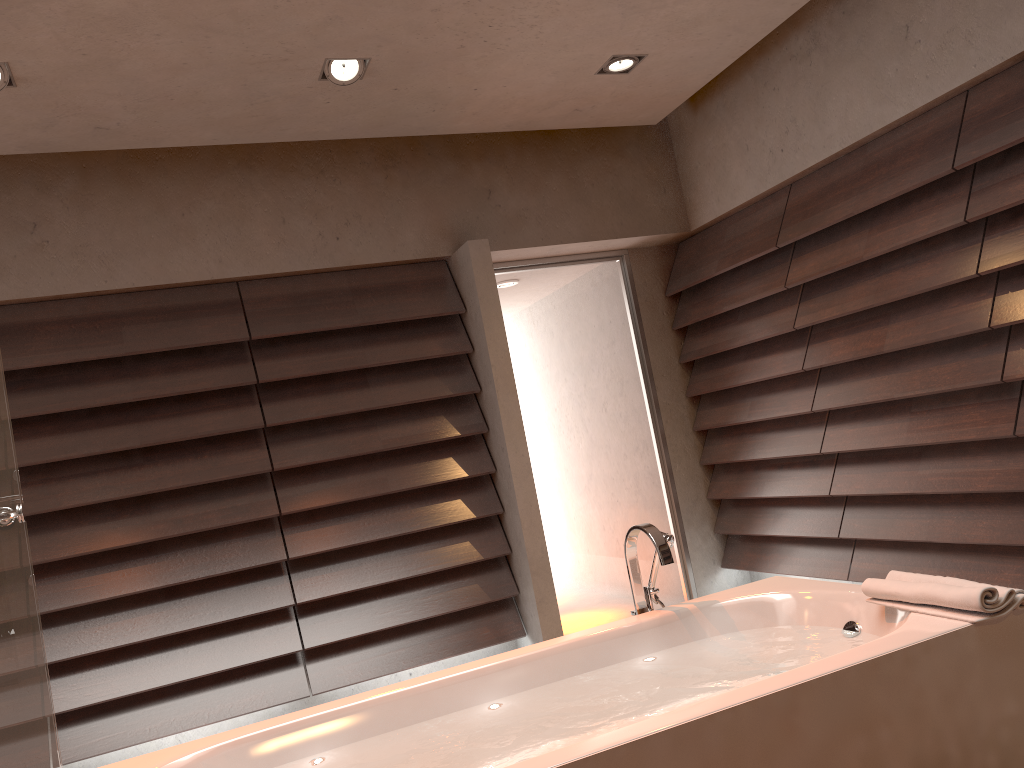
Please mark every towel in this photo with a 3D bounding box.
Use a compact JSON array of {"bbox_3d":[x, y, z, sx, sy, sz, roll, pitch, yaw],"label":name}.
[{"bbox_3d":[0.992,0.480,2.062,0.159,0.068,0.396,-10,-4,-16],"label":"towel"}]

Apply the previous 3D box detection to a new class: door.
[{"bbox_3d":[0.345,0.317,4.665,1.007,2.000,0.090,-9,-4,-22],"label":"door"}]

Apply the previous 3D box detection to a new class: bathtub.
[{"bbox_3d":[0.073,0.811,2.020,2.000,0.761,0.994,-9,-4,-22],"label":"bathtub"}]

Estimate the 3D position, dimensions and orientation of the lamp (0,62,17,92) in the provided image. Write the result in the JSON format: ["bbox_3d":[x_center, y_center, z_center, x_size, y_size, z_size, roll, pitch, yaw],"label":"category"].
[{"bbox_3d":[-1.662,-0.982,2.781,0.165,0.110,0.170,-9,-4,-22],"label":"lamp"}]

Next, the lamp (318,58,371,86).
[{"bbox_3d":[-0.609,-1.152,3.207,0.165,0.110,0.170,-9,-4,-22],"label":"lamp"}]

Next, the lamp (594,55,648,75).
[{"bbox_3d":[0.442,-1.328,3.632,0.165,0.051,0.170,-9,-4,-22],"label":"lamp"}]
